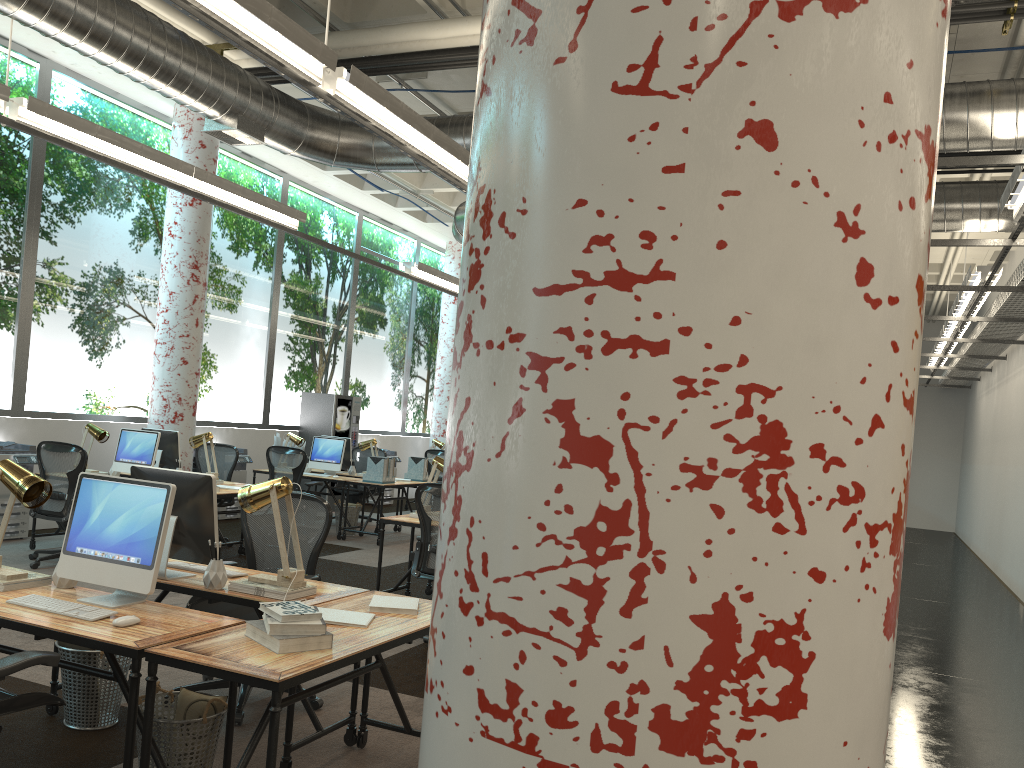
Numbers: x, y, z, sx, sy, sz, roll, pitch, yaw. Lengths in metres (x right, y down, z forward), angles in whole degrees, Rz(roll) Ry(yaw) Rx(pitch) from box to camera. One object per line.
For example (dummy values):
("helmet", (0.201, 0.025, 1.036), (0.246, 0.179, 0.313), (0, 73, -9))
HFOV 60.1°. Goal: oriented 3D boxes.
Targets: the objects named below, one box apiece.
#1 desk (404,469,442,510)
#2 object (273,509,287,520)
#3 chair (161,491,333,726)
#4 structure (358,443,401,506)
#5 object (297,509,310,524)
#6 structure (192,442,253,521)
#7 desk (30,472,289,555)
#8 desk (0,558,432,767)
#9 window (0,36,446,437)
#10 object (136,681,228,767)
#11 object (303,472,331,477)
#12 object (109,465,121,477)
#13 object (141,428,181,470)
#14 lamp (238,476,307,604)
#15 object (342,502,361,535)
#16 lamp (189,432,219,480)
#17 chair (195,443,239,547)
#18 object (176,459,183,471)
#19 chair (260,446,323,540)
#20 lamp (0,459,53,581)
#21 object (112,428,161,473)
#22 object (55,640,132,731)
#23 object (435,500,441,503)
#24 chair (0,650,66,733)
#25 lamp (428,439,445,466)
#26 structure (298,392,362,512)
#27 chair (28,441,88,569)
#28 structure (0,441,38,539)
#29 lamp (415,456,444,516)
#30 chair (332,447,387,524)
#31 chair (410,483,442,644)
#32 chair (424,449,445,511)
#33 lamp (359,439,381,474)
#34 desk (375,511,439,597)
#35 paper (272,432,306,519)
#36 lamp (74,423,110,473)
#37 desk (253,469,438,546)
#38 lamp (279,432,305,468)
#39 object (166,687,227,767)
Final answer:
("desk", (-0.629, 1.866, 15.163), (1.937, 0.724, 1.404), (4, -2, 23))
("object", (-3.176, 1.688, 12.365), (0.352, 0.398, 0.354), (4, -2, 42))
("chair", (-1.312, 1.109, 4.609), (0.770, 1.085, 0.793), (5, -1, 7))
("structure", (-2.330, 1.567, 15.363), (0.502, 1.057, 1.060), (5, -1, 23))
("object", (-2.798, 1.681, 11.899), (0.235, 0.403, 0.120), (5, 0, 23))
("structure", (-3.868, 1.255, 11.688), (0.502, 1.057, 1.060), (5, -1, 23))
("desk", (-3.373, 1.309, 8.607), (1.937, 0.724, 1.404), (4, -2, 23))
("desk", (-1.345, 1.236, 3.639), (1.937, 0.724, 1.404), (4, -2, 23))
("window", (-3.868, -1.289, 12.043), (0.050, 3.761, 26.266), (5, -3, 23))
("object", (-1.269, 1.375, 3.354), (0.358, 0.435, 0.354), (5, -1, 19))
("object", (-2.474, 1.136, 11.094), (0.438, 0.017, 0.119), (4, -3, 23))
("object", (-3.849, 0.800, 8.594), (0.101, 0.209, 0.101), (5, 0, -22))
("object", (-3.587, 0.704, 8.996), (0.483, 0.485, 0.190), (4, 0, 23))
("lamp", (-0.996, 0.712, 3.852), (0.526, 0.611, 0.219), (4, -1, 42))
("object", (-2.058, 1.713, 11.273), (0.235, 0.403, 0.120), (5, 0, 23))
("lamp", (-3.027, 0.784, 8.816), (0.526, 0.611, 0.209), (4, -1, 42))
("chair", (-3.340, 1.182, 9.576), (0.770, 1.085, 0.793), (5, -1, 7))
("object", (-3.311, 0.857, 8.810), (0.101, 0.209, 0.101), (5, 0, -22))
("chair", (-2.664, 1.295, 10.712), (0.770, 1.085, 0.793), (5, -1, 7))
("lamp", (-2.093, 0.607, 3.617), (0.526, 0.611, 0.219), (4, -1, 42))
("object", (-3.550, 0.678, 8.408), (0.483, 0.485, 0.190), (4, 0, 23))
("object", (-1.939, 1.356, 4.121), (0.358, 0.435, 0.354), (5, -1, 19))
("object", (-1.260, 1.993, 15.574), (0.235, 0.403, 0.120), (5, 0, 23))
("chair", (-1.842, 0.978, 2.863), (0.770, 1.085, 0.793), (5, -1, 7))
("lamp", (-1.377, 1.237, 15.141), (0.526, 0.611, 0.219), (4, -1, 42))
("structure", (-2.892, 1.072, 13.938), (0.637, 1.810, 0.751), (5, 0, 23))
("chair", (-3.870, 1.051, 7.831), (0.770, 1.085, 0.793), (5, -1, 7))
("structure", (-5.115, 1.001, 8.701), (0.502, 1.057, 1.060), (5, -1, 23))
("lamp", (-0.654, 0.881, 7.124), (0.526, 0.611, 0.219), (4, -1, 42))
("chair", (-2.134, 1.427, 12.457), (0.770, 1.085, 0.793), (5, -1, 7))
("chair", (-0.403, 1.251, 6.370), (0.770, 1.085, 0.793), (5, -1, 7))
("chair", (-1.126, 1.608, 14.387), (0.770, 1.085, 0.793), (5, -1, 7))
("lamp", (-1.818, 1.029, 11.701), (0.526, 0.611, 0.219), (4, -1, 42))
("desk", (0.094, 1.510, 7.146), (1.937, 0.724, 1.404), (4, -2, 23))
("paper", (-3.164, 1.275, 12.360), (0.440, 1.198, 0.412), (5, 0, 1))
("lamp", (-4.121, 0.680, 8.585), (0.526, 0.611, 0.219), (4, -1, 42))
("desk", (-2.167, 1.554, 11.488), (1.937, 0.724, 1.404), (4, -2, 23))
("lamp", (-2.912, 0.925, 11.469), (0.526, 0.611, 0.209), (4, -1, 42))
("object", (-1.235, 1.395, 3.425), (0.235, 0.403, 0.120), (5, 0, 23))
